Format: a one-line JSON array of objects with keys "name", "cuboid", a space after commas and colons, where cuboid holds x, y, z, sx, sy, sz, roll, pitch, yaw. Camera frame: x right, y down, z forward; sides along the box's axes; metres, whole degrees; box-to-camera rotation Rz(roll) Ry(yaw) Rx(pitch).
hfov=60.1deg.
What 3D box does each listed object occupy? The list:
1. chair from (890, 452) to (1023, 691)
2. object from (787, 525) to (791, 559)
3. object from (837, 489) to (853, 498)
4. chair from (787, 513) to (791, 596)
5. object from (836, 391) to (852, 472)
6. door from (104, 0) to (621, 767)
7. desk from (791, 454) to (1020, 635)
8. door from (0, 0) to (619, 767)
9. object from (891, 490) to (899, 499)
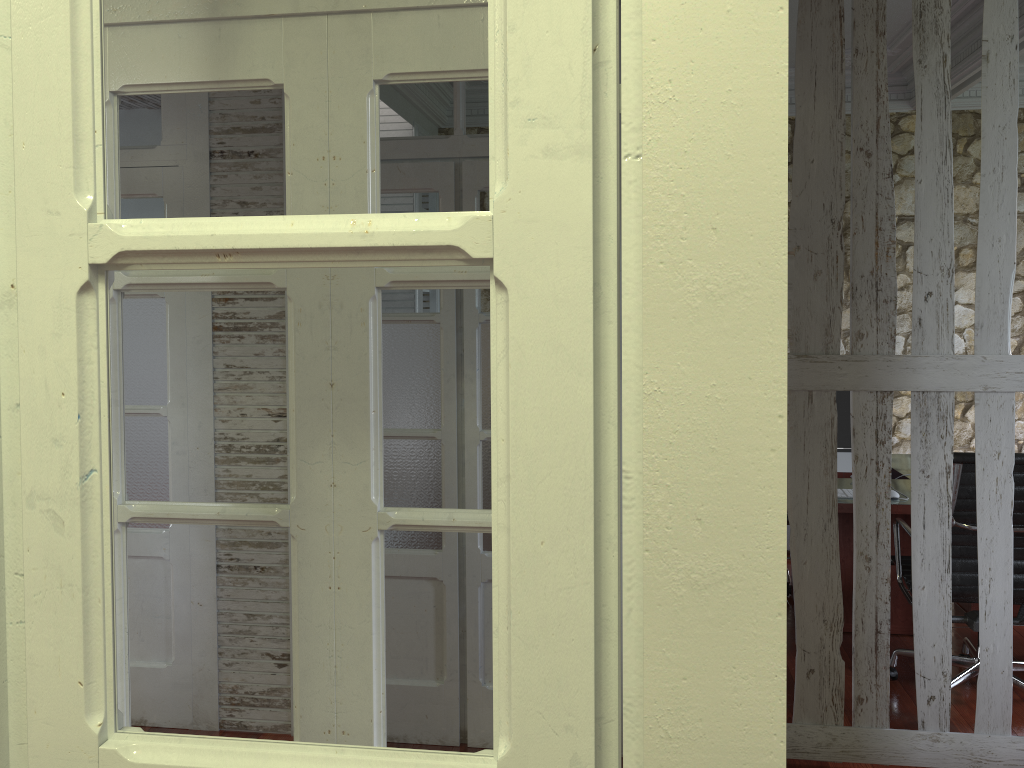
[{"name": "chair", "cuboid": [1.866, 0.735, 3.481, 0.665, 1.021, 0.701, 0, 3, 2]}, {"name": "object", "cuboid": [1.656, 0.868, 5.623, 0.400, 0.386, 0.363, 0, 3, 8]}, {"name": "object", "cuboid": [1.309, 0.475, 3.870, 0.439, 0.017, 0.119, 0, 5, 8]}, {"name": "chair", "cuboid": [1.442, 0.600, 5.066, 0.665, 1.021, 0.701, 0, 3, 4]}, {"name": "object", "cuboid": [1.364, 0.222, 4.080, 0.483, 0.484, 0.190, 0, 2, 8]}, {"name": "door", "cuboid": [-0.320, 0.378, 1.626, 1.076, 2.082, 0.041, 0, 2, 8]}, {"name": "desk", "cuboid": [1.691, 0.805, 4.327, 2.507, 0.726, 1.304, 0, 4, 8]}, {"name": "door", "cuboid": [-0.425, 0.452, 0.779, 1.076, 2.082, 0.041, 0, 2, 8]}, {"name": "object", "cuboid": [1.633, 0.472, 3.818, 0.059, 0.028, 0.106, 0, 5, 7]}]
